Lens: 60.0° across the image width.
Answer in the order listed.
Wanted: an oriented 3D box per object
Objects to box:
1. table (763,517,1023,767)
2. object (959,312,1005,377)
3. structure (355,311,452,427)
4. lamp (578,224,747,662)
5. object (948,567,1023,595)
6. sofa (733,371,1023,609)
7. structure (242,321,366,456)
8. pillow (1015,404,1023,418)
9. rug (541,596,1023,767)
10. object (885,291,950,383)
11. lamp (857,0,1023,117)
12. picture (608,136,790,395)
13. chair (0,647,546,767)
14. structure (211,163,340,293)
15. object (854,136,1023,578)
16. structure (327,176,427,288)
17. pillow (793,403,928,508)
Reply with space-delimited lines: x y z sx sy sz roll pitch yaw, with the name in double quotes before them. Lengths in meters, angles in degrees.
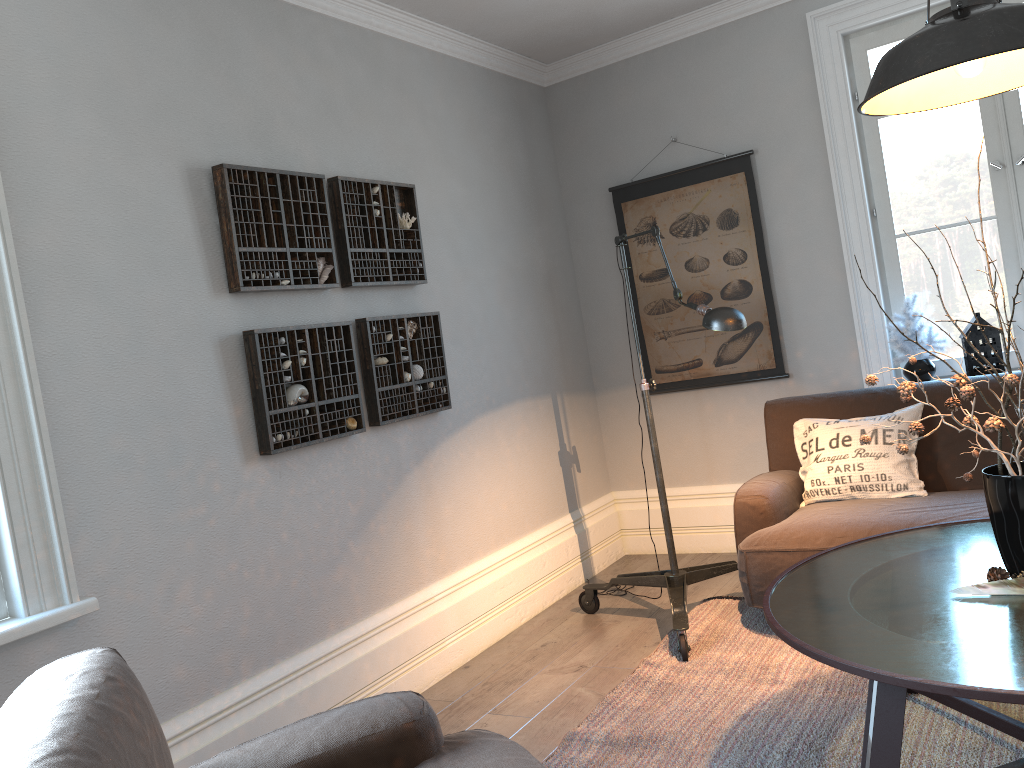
"table" 1.298 0.709 2.089 1.299 0.503 1.300 -9 2 25
"object" 2.059 -0.174 3.893 0.155 0.284 0.155 -9 2 22
"structure" -0.422 -0.071 3.559 0.086 0.416 0.468 -8 2 32
"lamp" 0.625 0.172 3.934 0.797 1.644 1.863 -10 2 -20
"object" 1.217 0.446 1.996 0.153 0.067 0.404 -11 3 -40
"sofa" 1.919 0.391 3.118 2.164 0.824 0.969 -8 2 32
"structure" -0.709 0.002 3.096 0.086 0.416 0.468 -8 2 32
"pillow" 2.046 0.212 3.096 0.472 0.347 0.159 -8 2 30
"rug" 1.373 0.893 2.110 2.817 0.090 2.401 -8 2 33
"object" 1.816 -0.210 4.030 0.248 0.423 0.262 -10 2 -22
"lamp" 0.974 -1.224 2.028 0.504 1.075 0.504 -10 2 -10
"picture" 0.936 -0.630 4.584 0.792 1.313 0.057 -8 2 32
"chair" -0.318 0.844 1.494 0.970 0.795 0.807 -10 2 -17
"structure" -0.815 -0.530 3.081 0.099 0.416 0.468 -8 2 32
"object" 1.222 -0.066 1.955 0.853 1.066 0.525 -9 2 3
"structure" -0.515 -0.599 3.521 0.105 0.416 0.468 -8 2 32
"pillow" 1.390 0.293 3.562 0.519 0.368 0.240 -8 2 32
